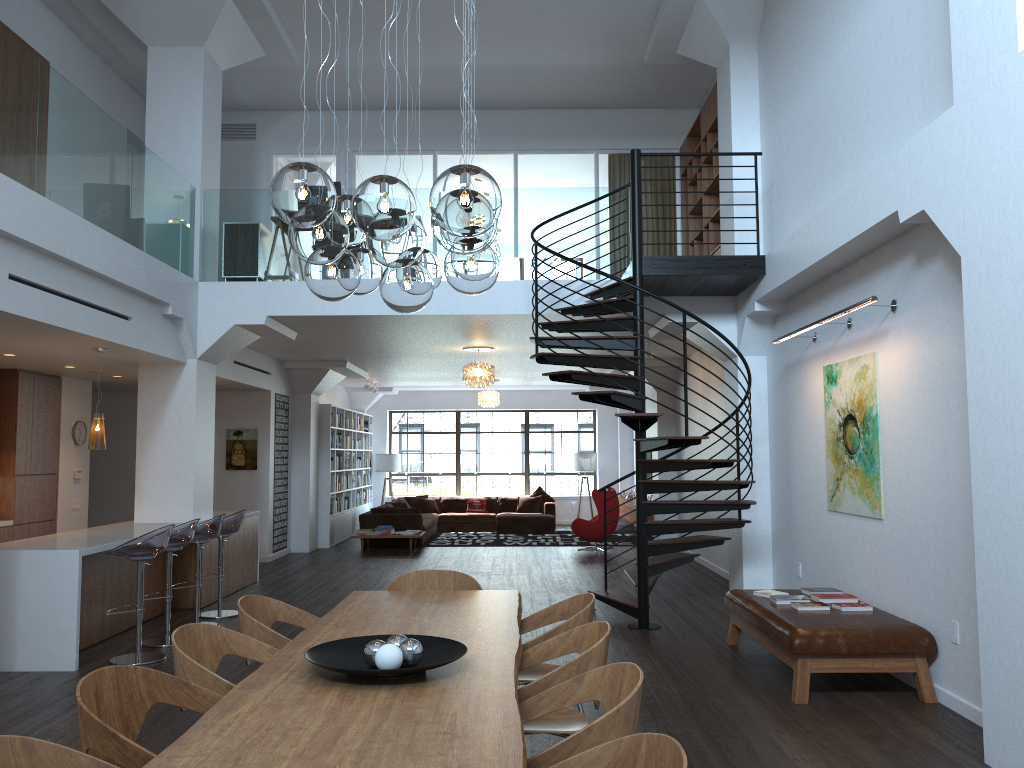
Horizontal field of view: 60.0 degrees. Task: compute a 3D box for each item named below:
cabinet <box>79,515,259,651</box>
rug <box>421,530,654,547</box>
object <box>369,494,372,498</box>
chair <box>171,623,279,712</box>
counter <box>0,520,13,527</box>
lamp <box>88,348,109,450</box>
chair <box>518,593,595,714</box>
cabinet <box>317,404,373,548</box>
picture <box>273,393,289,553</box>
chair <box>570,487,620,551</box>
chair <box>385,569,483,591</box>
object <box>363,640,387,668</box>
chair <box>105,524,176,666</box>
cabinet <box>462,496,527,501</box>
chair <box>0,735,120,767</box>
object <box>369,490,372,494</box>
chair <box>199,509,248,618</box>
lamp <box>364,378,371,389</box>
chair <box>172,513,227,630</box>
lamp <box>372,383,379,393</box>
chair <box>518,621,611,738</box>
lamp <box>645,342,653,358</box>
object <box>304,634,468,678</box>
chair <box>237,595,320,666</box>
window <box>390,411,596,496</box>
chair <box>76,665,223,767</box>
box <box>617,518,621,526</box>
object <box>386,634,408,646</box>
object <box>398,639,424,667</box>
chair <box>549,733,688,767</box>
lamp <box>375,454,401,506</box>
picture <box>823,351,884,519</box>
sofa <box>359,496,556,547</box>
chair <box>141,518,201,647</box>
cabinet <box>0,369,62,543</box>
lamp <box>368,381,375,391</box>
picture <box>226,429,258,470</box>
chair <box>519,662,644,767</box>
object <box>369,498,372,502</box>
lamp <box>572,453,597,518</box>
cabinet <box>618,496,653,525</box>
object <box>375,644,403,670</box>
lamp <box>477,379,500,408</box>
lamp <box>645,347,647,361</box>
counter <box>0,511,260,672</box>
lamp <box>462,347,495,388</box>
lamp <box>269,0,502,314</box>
[{"bbox_3d":[-3.580,1.843,8.683,0.898,0.796,4.493,0,-5,0],"label":"cabinet"},{"bbox_3d":[0.510,2.852,16.434,4.200,0.007,3.100,0,-5,2],"label":"rug"},{"bbox_3d":[-3.202,2.423,19.119,0.331,0.088,0.410,0,-5,0],"label":"object"},{"bbox_3d":[-1.078,1.411,3.613,0.618,0.833,0.629,0,-5,0],"label":"chair"},{"bbox_3d":[-5.666,1.317,7.346,0.600,0.050,4.387,0,-5,0],"label":"counter"},{"bbox_3d":[-2.823,-0.241,8.963,0.149,1.807,2.842,-4,-6,39],"label":"lamp"},{"bbox_3d":[0.126,1.466,4.383,0.617,0.830,0.629,0,-5,0],"label":"chair"},{"bbox_3d":[-3.283,1.722,17.152,0.461,2.414,4.500,0,-5,0],"label":"cabinet"},{"bbox_3d":[-3.540,1.353,13.626,0.021,2.380,0.800,0,-5,0],"label":"picture"},{"bbox_3d":[1.361,2.187,14.458,0.801,1.006,0.798,-2,-5,25],"label":"chair"},{"bbox_3d":[-0.454,1.531,5.139,0.629,0.833,0.618,0,-5,-5],"label":"chair"},{"bbox_3d":[-0.495,0.989,3.248,0.100,0.100,0.100,4,-6,-45],"label":"object"},{"bbox_3d":[-2.832,1.580,6.749,0.481,1.014,0.530,0,-5,2],"label":"chair"},{"bbox_3d":[-0.431,2.790,19.462,1.520,0.625,0.350,0,-5,0],"label":"cabinet"},{"bbox_3d":[-1.081,1.288,2.087,0.618,0.833,0.629,0,-5,0],"label":"chair"},{"bbox_3d":[-3.209,2.335,19.126,0.316,0.088,0.410,0,-5,0],"label":"object"},{"bbox_3d":[-2.840,1.733,8.643,0.481,1.014,0.530,0,-5,2],"label":"chair"},{"bbox_3d":[-2.744,-0.003,16.772,0.111,0.211,0.120,-3,-6,34],"label":"lamp"},{"bbox_3d":[-2.841,1.682,8.015,0.481,1.014,0.530,0,-5,-2],"label":"chair"},{"bbox_3d":[-2.741,0.080,17.793,0.120,0.211,0.111,2,-5,-26],"label":"lamp"},{"bbox_3d":[0.118,1.405,3.617,0.618,0.833,0.629,0,-5,2],"label":"chair"},{"bbox_3d":[1.788,-0.445,11.585,0.120,0.211,0.111,2,-5,-26],"label":"lamp"},{"bbox_3d":[-0.459,1.011,3.254,0.592,0.066,0.592,4,-6,-42],"label":"object"},{"bbox_3d":[-1.059,1.474,4.391,0.618,0.833,0.629,0,-5,-2],"label":"chair"},{"bbox_3d":[-0.438,1.575,20.106,4.648,1.905,0.114,0,-5,0],"label":"window"},{"bbox_3d":[-1.080,1.350,2.852,0.618,0.833,0.629,0,-5,0],"label":"chair"},{"bbox_3d":[2.254,3.004,19.428,0.228,0.165,0.368,0,-5,0],"label":"box"},{"bbox_3d":[-0.428,0.989,3.322,0.100,0.100,0.100,4,-6,-45],"label":"object"},{"bbox_3d":[-0.372,0.982,3.238,0.100,0.100,0.100,4,-6,-45],"label":"object"},{"bbox_3d":[0.121,1.281,2.078,0.618,0.833,0.629,0,-5,0],"label":"chair"},{"bbox_3d":[-2.722,2.322,19.439,0.545,1.579,0.545,1,-5,-11],"label":"lamp"},{"bbox_3d":[2.628,0.406,6.881,0.010,1.200,1.095,0,-5,0],"label":"picture"},{"bbox_3d":[-0.846,2.572,16.971,3.481,0.664,4.197,0,-5,0],"label":"sofa"},{"bbox_3d":[-2.859,1.631,7.380,0.481,1.014,0.530,0,-5,-2],"label":"chair"},{"bbox_3d":[-5.667,0.940,7.835,0.598,2.499,5.299,0,-5,0],"label":"cabinet"},{"bbox_3d":[-2.743,0.038,17.276,0.120,0.211,0.111,4,-6,-41],"label":"lamp"},{"bbox_3d":[-3.964,0.959,13.006,0.450,0.600,0.030,0,-5,0],"label":"picture"},{"bbox_3d":[0.136,1.344,2.856,0.618,0.833,0.629,0,-5,0],"label":"chair"},{"bbox_3d":[-3.201,2.511,19.111,0.331,0.088,0.410,0,-5,0],"label":"object"},{"bbox_3d":[1.591,2.290,19.328,0.545,1.579,0.545,-1,-5,11],"label":"lamp"},{"bbox_3d":[2.432,2.444,17.082,0.459,0.350,4.501,0,-5,0],"label":"cabinet"},{"bbox_3d":[-0.439,0.978,3.163,0.100,0.100,0.100,4,-6,-45],"label":"object"},{"bbox_3d":[-0.447,0.190,17.183,0.441,0.539,0.442,-5,-6,42],"label":"lamp"},{"bbox_3d":[1.789,-0.403,12.102,0.120,0.211,0.111,4,-6,-41],"label":"lamp"},{"bbox_3d":[-2.670,1.684,7.064,3.039,0.860,8.182,2,-5,-29],"label":"counter"},{"bbox_3d":[-0.458,-0.217,12.138,0.441,0.539,0.442,-5,-6,42],"label":"lamp"},{"bbox_3d":[-0.474,-1.398,3.761,0.849,2.140,1.787,0,-5,-1],"label":"lamp"}]
